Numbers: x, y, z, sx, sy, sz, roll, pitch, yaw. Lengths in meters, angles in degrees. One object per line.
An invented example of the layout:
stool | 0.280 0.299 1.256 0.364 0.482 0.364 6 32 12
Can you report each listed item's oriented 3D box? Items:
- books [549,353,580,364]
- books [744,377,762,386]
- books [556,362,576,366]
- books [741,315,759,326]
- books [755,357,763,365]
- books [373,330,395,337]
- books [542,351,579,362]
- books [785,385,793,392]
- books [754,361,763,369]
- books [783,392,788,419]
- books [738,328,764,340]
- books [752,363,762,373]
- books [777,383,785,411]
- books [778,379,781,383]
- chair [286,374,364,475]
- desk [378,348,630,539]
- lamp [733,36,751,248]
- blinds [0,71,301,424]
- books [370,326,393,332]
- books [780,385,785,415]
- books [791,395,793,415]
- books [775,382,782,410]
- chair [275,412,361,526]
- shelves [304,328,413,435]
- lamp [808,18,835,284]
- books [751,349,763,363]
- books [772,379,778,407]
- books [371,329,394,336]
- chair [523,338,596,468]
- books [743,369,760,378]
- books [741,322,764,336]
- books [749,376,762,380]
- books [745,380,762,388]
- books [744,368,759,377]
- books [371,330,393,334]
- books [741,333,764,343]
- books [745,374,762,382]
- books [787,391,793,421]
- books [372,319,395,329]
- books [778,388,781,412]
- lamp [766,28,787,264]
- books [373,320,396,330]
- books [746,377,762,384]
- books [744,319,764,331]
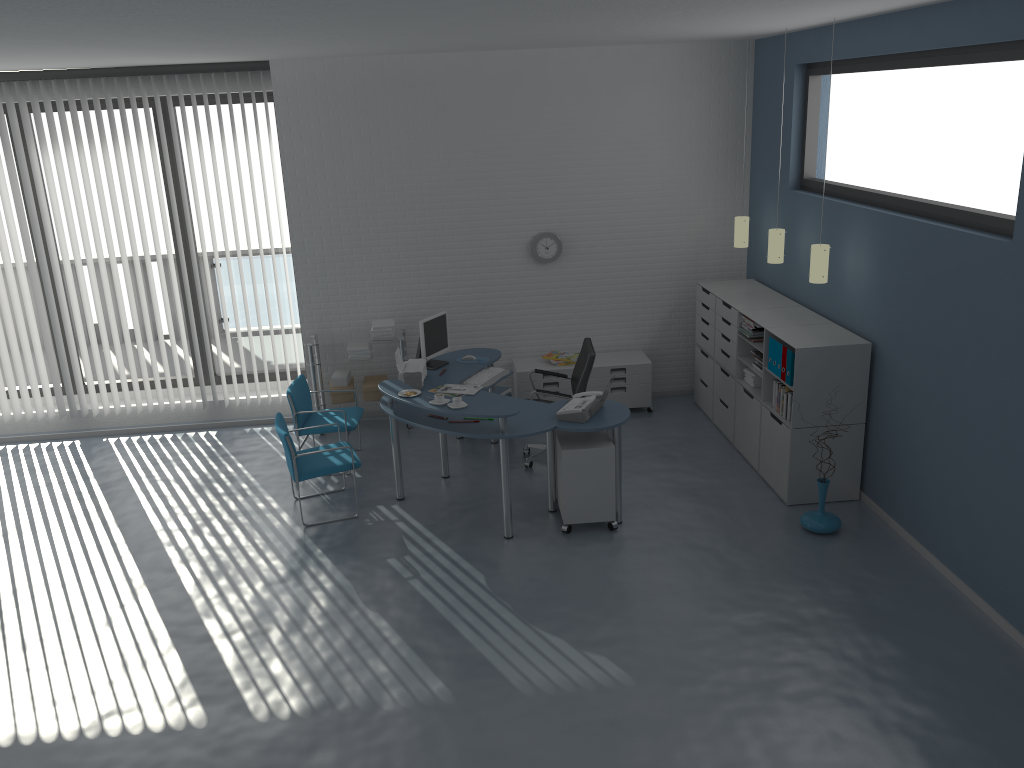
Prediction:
books | 0.497 -0.235 8.150 0.300 0.020 0.210 -6 18 -9
books | 1.993 -0.030 6.975 0.270 0.015 0.190 -5 18 -7
books | 0.525 -0.221 8.166 0.300 0.020 0.210 -9 19 -19
books | 1.917 -0.499 6.845 0.212 0.024 0.258 -4 18 -4
books | 1.962 -0.169 6.644 0.197 0.034 0.251 -4 18 -4
books | -1.146 -0.465 7.931 0.190 0.015 0.270 -5 18 -7
books | 0.459 -0.254 8.150 0.300 0.020 0.210 8 20 29
books | 1.987 0.108 6.211 0.157 0.247 0.021 -4 18 -4
books | 1.957 -0.137 6.640 0.212 0.023 0.224 -4 18 -4
books | 1.983 0.146 6.195 0.173 0.184 0.032 -4 18 -4
books | 1.911 -0.398 6.885 0.234 0.034 0.240 -4 18 -4
books | 1.957 -0.115 6.668 0.212 0.034 0.265 -4 18 -4
books | 1.976 0.089 6.346 0.157 0.203 0.032 -4 18 -4
books | 1.980 0.059 6.394 0.138 0.229 0.032 -4 18 -4
chair | -1.507 0.316 7.239 0.543 0.707 0.542 -3 18 0
desk | -0.250 0.358 6.606 1.402 0.900 2.282 -12 20 -28
lamp | 1.941 -2.036 7.394 0.120 1.786 0.120 14 24 42
blinds | -4.046 -1.108 7.832 4.001 2.955 0.158 -4 18 -4
books | -1.154 -0.506 7.912 0.190 0.015 0.270 -3 18 -2
books | 1.979 0.109 6.260 0.166 0.217 0.038 -4 18 -4
books | 1.999 0.169 6.100 0.157 0.198 0.022 -4 18 -4
books | 1.974 0.083 6.372 0.157 0.198 0.022 -4 18 -4
chair | -1.394 0.574 6.414 0.543 0.707 0.542 -9 19 -19
shelves | -1.358 -0.024 8.051 0.896 0.848 0.441 -4 18 -3
lamp | 2.083 -1.557 5.874 0.120 1.786 0.120 14 24 42
books | 1.946 -0.208 6.647 0.224 0.041 0.283 -4 18 -4
books | 1.968 0.062 6.431 0.157 0.203 0.040 -4 18 -4
books | -1.155 -0.477 7.923 0.190 0.015 0.270 -3 18 -3
chair | 0.328 0.162 7.058 0.652 0.948 0.584 -2 18 1
books | 1.980 -0.090 6.966 0.270 0.015 0.190 -4 18 -4
books | 1.921 -0.432 6.863 0.212 0.044 0.265 -4 18 -4
books | 1.997 -0.072 6.956 0.270 0.015 0.190 -3 18 -2
books | 1.994 -0.016 6.980 0.270 0.015 0.190 -4 18 -4
books | 1.990 -0.102 6.952 0.270 0.015 0.190 -5 18 -9
books | -1.155 -0.494 7.924 0.190 0.015 0.270 -4 18 -4
books | 1.925 -0.370 6.883 0.209 0.019 0.265 -4 18 -4
books | 1.990 -0.057 6.959 0.270 0.015 0.190 -4 18 -4
books | 1.994 0.147 6.159 0.157 0.203 0.040 -4 18 -4
books | -1.150 -0.536 7.908 0.190 0.015 0.270 -5 18 -9
books | 1.979 0.111 6.325 0.157 0.172 0.021 -4 18 -4
lamp | 2.012 -1.797 6.634 0.120 1.786 0.120 14 24 42
books | -1.139 -0.525 7.922 0.190 0.015 0.270 -4 18 -4
books | 1.997 -0.042 6.963 0.270 0.015 0.190 -3 18 -3
books | 1.933 -0.466 6.836 0.187 0.034 0.298 -4 18 -4
